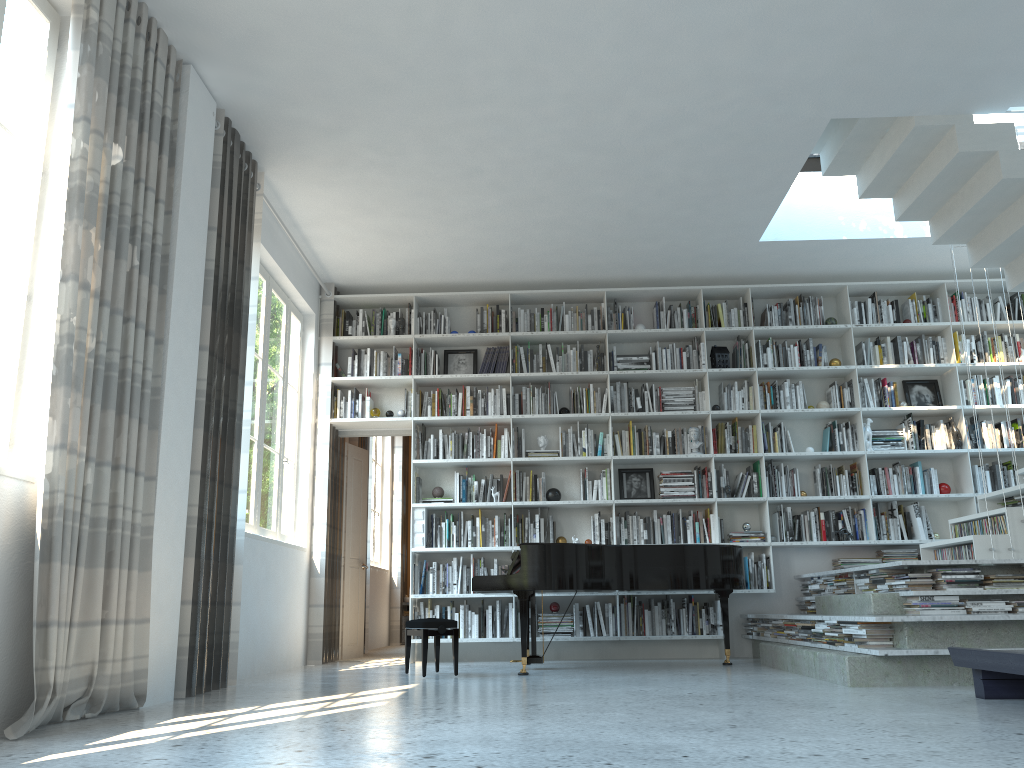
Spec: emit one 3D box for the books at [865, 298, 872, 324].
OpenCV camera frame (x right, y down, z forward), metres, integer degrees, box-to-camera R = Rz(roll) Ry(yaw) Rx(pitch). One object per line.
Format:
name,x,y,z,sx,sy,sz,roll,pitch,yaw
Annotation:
books,3.138,-0.600,7.835,0.048,0.277,0.150,-1,-14,2

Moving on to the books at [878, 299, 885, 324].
books,3.243,-0.596,7.825,0.014,0.261,0.168,-1,-14,2

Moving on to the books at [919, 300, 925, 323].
books,3.597,-0.597,7.831,0.017,0.256,0.147,-1,-14,2

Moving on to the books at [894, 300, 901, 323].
books,3.374,-0.595,7.827,0.030,0.257,0.165,-1,-14,2

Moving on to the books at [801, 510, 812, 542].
books,2.465,1.200,7.425,0.014,0.267,0.172,-1,-14,2

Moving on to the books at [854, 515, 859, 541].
books,2.853,1.212,7.399,0.013,0.219,0.169,-1,-14,2

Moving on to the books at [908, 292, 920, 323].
books,3.548,-0.630,7.826,0.007,0.320,0.166,-1,-14,2

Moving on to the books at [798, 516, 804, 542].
books,2.401,1.225,7.418,0.011,0.216,0.176,-1,-14,2

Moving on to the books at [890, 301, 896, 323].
books,3.353,-0.590,7.839,0.012,0.253,0.161,-1,-14,2

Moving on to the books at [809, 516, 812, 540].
books,2.479,1.223,7.424,0.012,0.220,0.153,-1,-14,2

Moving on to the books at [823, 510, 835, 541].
books,2.648,1.197,7.413,0.026,0.261,0.174,-1,-14,2

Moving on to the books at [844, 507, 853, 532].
books,2.819,1.180,7.420,0.013,0.293,0.135,-1,-14,2

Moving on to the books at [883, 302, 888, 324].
books,3.261,-0.584,7.822,0.022,0.235,0.172,-1,-14,2

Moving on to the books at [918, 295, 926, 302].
books,3.633,-0.619,7.833,0.020,0.298,0.131,-1,-14,2

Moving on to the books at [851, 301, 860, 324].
books,3.024,-0.585,7.832,0.025,0.250,0.178,-1,-14,2

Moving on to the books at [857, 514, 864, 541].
books,2.884,1.206,7.394,0.025,0.227,0.176,-1,-14,2

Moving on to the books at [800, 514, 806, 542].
books,2.421,1.218,7.429,0.029,0.234,0.143,-1,-14,2

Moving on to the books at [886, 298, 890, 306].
books,3.323,-0.600,7.846,0.012,0.278,0.153,-1,-14,2

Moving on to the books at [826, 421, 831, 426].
books,2.733,0.476,7.606,0.016,0.289,0.135,-1,-14,2

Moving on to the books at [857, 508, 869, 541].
books,2.934,1.185,7.404,0.025,0.271,0.171,-1,-14,2

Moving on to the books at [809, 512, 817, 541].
books,2.497,1.204,7.412,0.025,0.252,0.182,-1,-14,2

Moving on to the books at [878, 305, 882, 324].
books,3.222,-0.571,7.840,0.030,0.220,0.133,-1,-14,2

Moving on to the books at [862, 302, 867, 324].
books,3.101,-0.581,7.849,0.027,0.249,0.140,-1,-14,2

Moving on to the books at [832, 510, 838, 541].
books,2.673,1.198,7.419,0.026,0.262,0.170,-1,-14,2

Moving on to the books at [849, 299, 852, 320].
books,2.960,-0.603,7.846,0.028,0.293,0.150,-1,-14,2

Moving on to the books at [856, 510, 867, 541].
books,2.909,1.193,7.403,0.026,0.257,0.157,-1,-14,2

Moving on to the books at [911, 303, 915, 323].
books,3.500,-0.582,7.811,0.008,0.220,0.183,-1,-14,2

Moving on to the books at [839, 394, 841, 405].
books,2.819,0.149,7.691,0.011,0.227,0.132,-1,-14,2

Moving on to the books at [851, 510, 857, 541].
books,2.836,1.194,7.416,0.021,0.264,0.150,-1,-14,2

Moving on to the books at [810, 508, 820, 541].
books,2.541,1.192,7.432,0.012,0.284,0.160,-1,-14,2

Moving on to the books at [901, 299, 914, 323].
books,3.486,-0.600,7.813,0.019,0.255,0.169,-1,-14,2

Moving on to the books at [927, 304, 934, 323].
books,3.657,-0.579,7.808,0.029,0.209,0.170,-1,-14,2

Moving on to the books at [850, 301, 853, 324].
books,2.982,-0.587,7.851,0.014,0.263,0.140,-1,-14,2

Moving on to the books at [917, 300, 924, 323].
books,3.573,-0.596,7.816,0.031,0.248,0.165,-1,-14,2

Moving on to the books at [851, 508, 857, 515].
books,2.866,1.188,7.430,0.012,0.281,0.144,-1,-14,2

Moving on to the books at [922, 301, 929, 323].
books,3.614,-0.592,7.807,0.018,0.234,0.187,-1,-14,2

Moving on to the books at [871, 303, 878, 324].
books,3.177,-0.578,7.830,0.030,0.230,0.148,-1,-14,2

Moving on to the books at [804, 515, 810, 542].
books,2.447,1.220,7.424,0.024,0.227,0.160,-1,-14,2

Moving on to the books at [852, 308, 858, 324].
books,3.000,-0.555,7.813,0.022,0.182,0.190,-1,-14,2

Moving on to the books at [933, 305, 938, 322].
books,3.712,-0.576,7.830,0.031,0.211,0.132,-1,-14,2

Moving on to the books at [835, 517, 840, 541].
books,2.698,1.223,7.413,0.022,0.210,0.136,-1,-14,2

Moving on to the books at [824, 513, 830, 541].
books,2.625,1.211,7.427,0.021,0.242,0.131,-1,-14,2

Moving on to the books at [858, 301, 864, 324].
books,3.049,-0.583,7.825,0.026,0.241,0.185,-1,-14,2

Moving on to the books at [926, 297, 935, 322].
books,3.684,-0.609,7.833,0.025,0.278,0.136,-1,-14,2

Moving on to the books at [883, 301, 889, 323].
books,3.283,-0.591,7.832,0.021,0.253,0.152,-1,-14,2

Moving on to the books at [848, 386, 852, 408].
books,2.900,0.146,7.671,0.013,0.220,0.156,-1,-14,2

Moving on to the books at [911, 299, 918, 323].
books,3.520,-0.596,7.819,0.016,0.251,0.189,-1,-14,2

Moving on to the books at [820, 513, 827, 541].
books,2.574,1.206,7.408,0.031,0.243,0.185,-1,-14,2

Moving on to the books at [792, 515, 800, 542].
books,2.362,1.219,7.420,0.065,0.231,0.162,-1,-14,2

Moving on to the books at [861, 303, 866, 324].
books,3.075,-0.576,7.831,0.024,0.230,0.169,-1,-14,2

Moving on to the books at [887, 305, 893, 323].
books,3.305,-0.569,7.812,0.024,0.201,0.190,-1,-14,2

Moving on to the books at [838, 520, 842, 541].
books,2.721,1.235,7.403,0.025,0.180,0.169,-1,-14,2

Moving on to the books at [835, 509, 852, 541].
books,2.777,1.192,7.408,0.070,0.265,0.186,-1,-14,2

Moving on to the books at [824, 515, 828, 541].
books,2.602,1.212,7.421,0.025,0.237,0.157,-1,-14,2

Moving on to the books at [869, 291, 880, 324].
books,3.198,-0.630,7.831,0.014,0.331,0.181,-1,-14,2

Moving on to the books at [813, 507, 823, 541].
books,2.552,1.182,7.412,0.012,0.292,0.175,-1,-14,2

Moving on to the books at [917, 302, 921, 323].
books,3.555,-0.587,7.807,0.007,0.225,0.170,-1,-14,2

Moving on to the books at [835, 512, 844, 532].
books,2.739,1.202,7.413,0.012,0.248,0.165,-1,-14,2
